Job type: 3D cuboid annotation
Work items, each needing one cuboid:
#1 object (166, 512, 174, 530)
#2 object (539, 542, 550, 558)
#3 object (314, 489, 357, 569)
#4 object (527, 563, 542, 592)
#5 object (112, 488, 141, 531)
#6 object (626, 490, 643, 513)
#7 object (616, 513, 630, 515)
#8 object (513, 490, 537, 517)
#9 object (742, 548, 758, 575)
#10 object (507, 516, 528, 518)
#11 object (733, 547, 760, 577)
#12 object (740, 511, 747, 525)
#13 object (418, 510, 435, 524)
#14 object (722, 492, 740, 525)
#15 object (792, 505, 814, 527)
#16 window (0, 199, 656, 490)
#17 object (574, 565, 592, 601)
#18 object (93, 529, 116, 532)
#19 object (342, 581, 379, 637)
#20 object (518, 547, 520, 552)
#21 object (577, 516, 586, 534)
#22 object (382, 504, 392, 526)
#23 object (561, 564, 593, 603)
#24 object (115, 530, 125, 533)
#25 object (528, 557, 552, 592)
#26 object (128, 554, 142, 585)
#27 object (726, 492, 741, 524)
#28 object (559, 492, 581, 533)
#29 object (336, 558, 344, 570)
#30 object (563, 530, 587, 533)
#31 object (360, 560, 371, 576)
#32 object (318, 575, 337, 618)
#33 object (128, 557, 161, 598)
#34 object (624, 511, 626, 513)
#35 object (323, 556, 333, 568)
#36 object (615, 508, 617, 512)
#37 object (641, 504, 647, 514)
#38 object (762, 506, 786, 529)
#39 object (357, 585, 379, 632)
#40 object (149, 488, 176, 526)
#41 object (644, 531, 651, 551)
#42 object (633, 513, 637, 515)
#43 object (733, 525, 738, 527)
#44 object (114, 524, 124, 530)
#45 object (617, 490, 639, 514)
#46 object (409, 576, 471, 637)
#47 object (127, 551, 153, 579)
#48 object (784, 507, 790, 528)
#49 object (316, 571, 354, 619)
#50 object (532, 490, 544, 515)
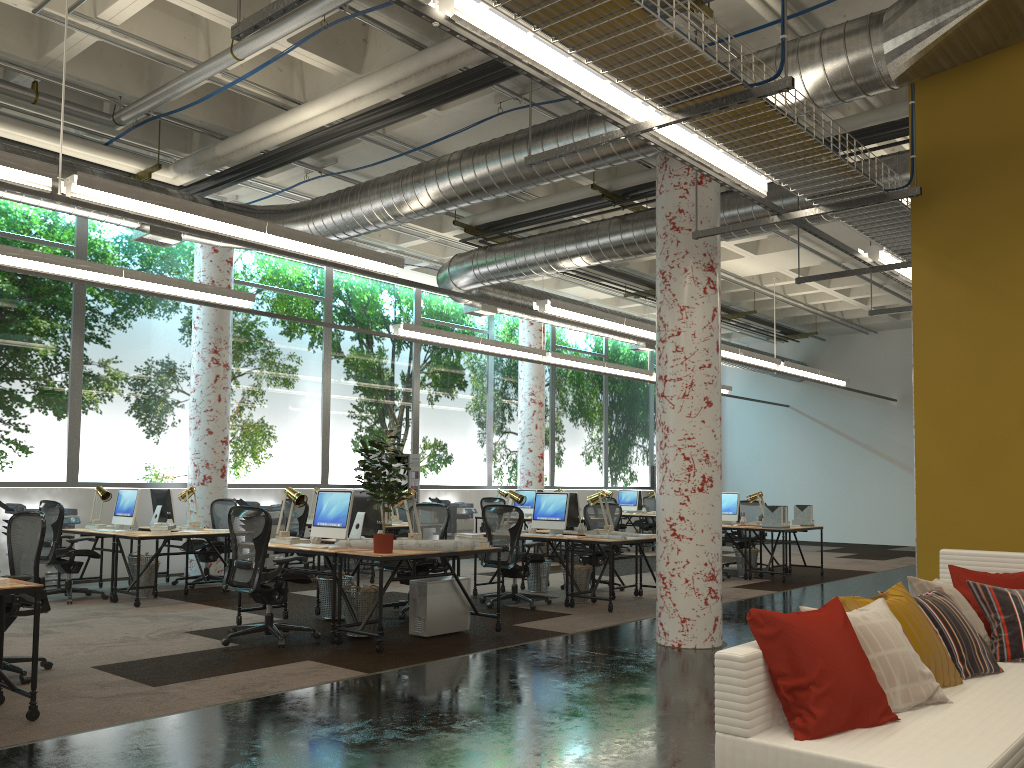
[{"bbox_3d":[-4.037,1.614,10.446,0.101,0.208,0.102,1,-4,-4],"label":"object"},{"bbox_3d":[0.565,2.845,15.351,0.235,0.402,0.120,-3,-5,41],"label":"object"},{"bbox_3d":[-2.586,2.108,12.684,1.079,1.205,0.191,-4,-5,41],"label":"object"},{"bbox_3d":[0.262,2.317,10.752,0.235,0.402,0.120,-3,-5,41],"label":"object"},{"bbox_3d":[-4.399,1.439,10.150,0.484,0.483,0.190,-4,-6,41],"label":"object"},{"bbox_3d":[2.510,2.464,18.549,0.484,0.483,0.190,-4,-6,41],"label":"object"},{"bbox_3d":[2.196,2.610,17.814,0.439,0.017,0.119,-5,-9,41],"label":"object"},{"bbox_3d":[0.243,2.097,15.524,0.484,0.483,0.190,-4,-6,41],"label":"object"},{"bbox_3d":[3.448,2.589,12.872,0.235,0.402,0.120,-3,-5,41],"label":"object"},{"bbox_3d":[0.076,2.310,15.359,0.439,0.017,0.119,-5,-9,41],"label":"object"},{"bbox_3d":[3.393,2.569,12.816,0.359,0.433,0.354,-3,-6,37],"label":"object"},{"bbox_3d":[3.487,2.017,13.341,0.101,0.208,0.102,1,-4,-4],"label":"object"},{"bbox_3d":[-1.193,1.832,12.526,0.281,0.301,0.150,-4,-6,41],"label":"object"},{"bbox_3d":[3.125,1.841,13.045,0.484,0.483,0.190,-4,-6,41],"label":"object"},{"bbox_3d":[4.291,1.945,13.060,0.281,0.301,0.150,-4,-6,41],"label":"object"},{"bbox_3d":[-3.729,-0.244,13.891,0.050,3.749,26.273,-2,-7,41],"label":"window"},{"bbox_3d":[0.775,2.228,9.928,0.235,0.402,0.120,-3,-5,41],"label":"object"},{"bbox_3d":[-4.565,1.652,9.984,0.439,0.017,0.119,-5,-9,41],"label":"object"},{"bbox_3d":[-1.274,1.891,7.462,0.359,0.433,0.354,-3,-6,37],"label":"object"},{"bbox_3d":[0.052,2.934,16.174,0.235,0.402,0.120,-3,-5,41],"label":"object"},{"bbox_3d":[0.815,1.655,10.397,0.101,0.208,0.102,1,-4,-4],"label":"object"},{"bbox_3d":[-1.756,1.753,11.873,0.281,0.301,0.150,-4,-6,41],"label":"object"},{"bbox_3d":[0.720,2.207,9.873,0.359,0.433,0.354,-3,-6,37],"label":"object"},{"bbox_3d":[-4.322,1.623,9.765,0.059,0.029,0.106,-5,-8,41],"label":"object"},{"bbox_3d":[0.317,2.310,10.809,0.359,0.433,0.354,-3,-6,37],"label":"object"},{"bbox_3d":[-4.589,2.276,10.800,0.235,0.402,0.120,-3,-5,41],"label":"object"},{"bbox_3d":[3.272,1.907,13.615,0.484,0.483,0.190,-4,-6,41],"label":"object"},{"bbox_3d":[0.599,1.546,10.672,0.484,0.483,0.190,-4,-6,41],"label":"object"},{"bbox_3d":[-2.550,2.565,13.162,0.235,0.402,0.120,-3,-5,41],"label":"object"},{"bbox_3d":[0.762,1.797,10.809,0.439,0.017,0.119,-5,-9,41],"label":"object"},{"bbox_3d":[-2.036,2.476,12.338,0.235,0.402,0.120,-3,-5,41],"label":"object"},{"bbox_3d":[-1.732,2.001,8.341,0.235,0.402,0.120,-3,-5,41],"label":"object"},{"bbox_3d":[-4.131,2.167,9.921,0.359,0.433,0.354,-3,-6,37],"label":"object"},{"bbox_3d":[2.428,2.731,18.906,0.059,0.029,0.106,-5,-8,41],"label":"object"},{"bbox_3d":[-2.766,2.643,13.720,0.353,0.397,0.354,3,-6,-30],"label":"object"},{"bbox_3d":[2.145,2.563,18.237,0.101,0.208,0.102,1,-4,-4],"label":"object"},{"bbox_3d":[2.725,2.573,18.275,0.101,0.208,0.102,1,-4,-4],"label":"object"},{"bbox_3d":[3.631,1.852,12.295,0.281,0.301,0.150,-4,-6,41],"label":"object"},{"bbox_3d":[-1.219,1.912,7.518,0.235,0.402,0.120,-3,-5,41],"label":"object"},{"bbox_3d":[-4.252,1.505,10.720,0.484,0.483,0.190,-4,-6,41],"label":"object"},{"bbox_3d":[2.686,3.145,17.806,0.235,0.402,0.120,-3,-5,41],"label":"object"},{"bbox_3d":[2.440,2.581,17.595,0.059,0.029,0.106,-5,-8,41],"label":"object"},{"bbox_3d":[3.202,2.025,12.661,0.059,0.029,0.106,-5,-8,41],"label":"object"},{"bbox_3d":[-4.617,1.605,10.407,0.101,0.208,0.102,1,-4,-4],"label":"object"},{"bbox_3d":[2.363,2.397,17.979,0.484,0.483,0.190,-4,-6,41],"label":"object"},{"bbox_3d":[-0.615,1.913,7.665,0.221,0.453,0.542,-3,-6,41],"label":"object"},{"bbox_3d":[-4.534,2.270,10.857,0.359,0.433,0.354,-3,-6,37],"label":"object"},{"bbox_3d":[3.728,1.866,12.407,0.281,0.301,0.150,-4,-6,41],"label":"object"},{"bbox_3d":[-1.677,1.994,8.398,0.359,0.433,0.354,-3,-6,37],"label":"object"},{"bbox_3d":[0.389,2.163,16.094,0.484,0.483,0.190,-4,-6,41],"label":"object"}]
